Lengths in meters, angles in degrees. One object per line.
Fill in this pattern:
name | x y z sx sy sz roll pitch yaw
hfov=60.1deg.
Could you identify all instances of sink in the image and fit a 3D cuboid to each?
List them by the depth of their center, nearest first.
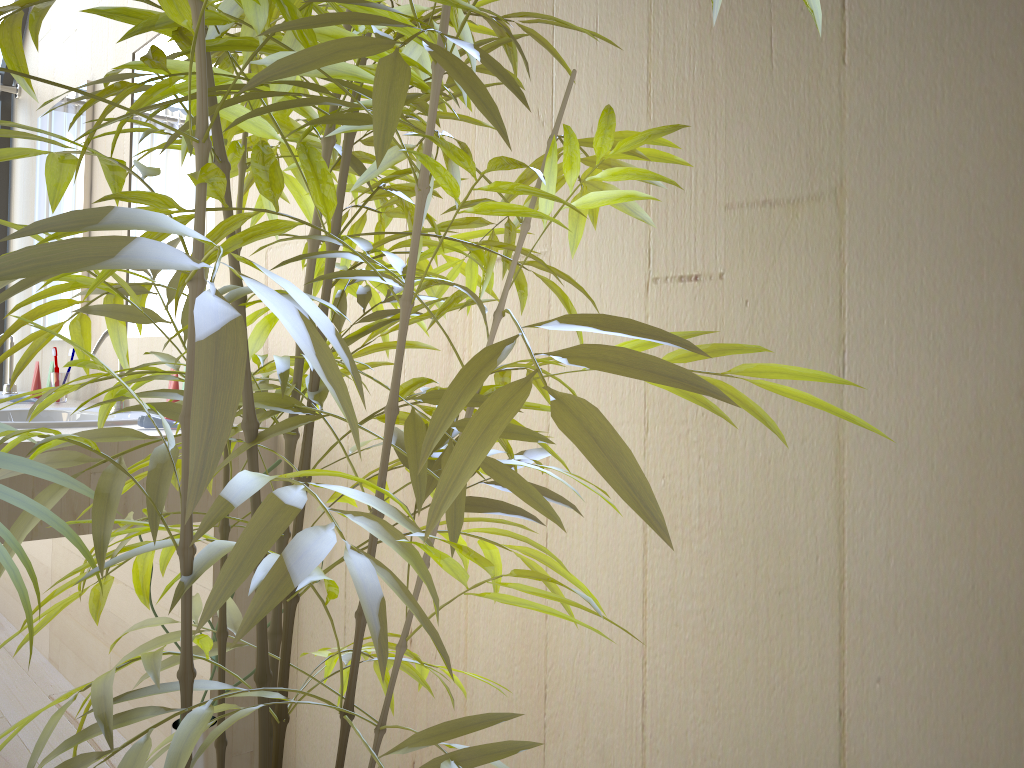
sink | -1.101 0.065 2.114 0.503 0.420 0.574 1 0 -38
sink | -1.894 0.030 3.023 0.503 0.420 0.574 1 0 -38

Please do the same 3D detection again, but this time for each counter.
counter | -1.093 0.479 2.158 0.550 0.792 1.205 1 0 -41
counter | -1.886 0.444 3.067 0.550 0.792 1.205 1 0 -41

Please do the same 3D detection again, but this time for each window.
window | -3.729 -0.585 2.142 4.557 2.818 0.745 0 -1 -41

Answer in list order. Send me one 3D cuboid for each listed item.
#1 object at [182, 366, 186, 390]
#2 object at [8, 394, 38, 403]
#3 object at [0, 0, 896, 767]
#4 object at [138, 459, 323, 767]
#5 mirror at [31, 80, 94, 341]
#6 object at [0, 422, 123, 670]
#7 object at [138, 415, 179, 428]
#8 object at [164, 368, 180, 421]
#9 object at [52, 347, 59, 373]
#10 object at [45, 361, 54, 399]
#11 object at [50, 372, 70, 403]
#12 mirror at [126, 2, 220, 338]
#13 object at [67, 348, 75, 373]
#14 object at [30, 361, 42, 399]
object | -0.763 0.025 2.080 0.039 0.135 0.039 1 -2 0
object | -1.534 0.045 2.794 0.104 0.029 0.032 1 0 -1
object | -0.157 0.037 0.767 0.786 1.760 0.934 1 -1 -16
object | -0.522 0.516 1.677 0.274 0.750 0.406 0 -2 37
mirror | -1.633 -0.591 3.198 0.023 0.870 0.653 2 -2 -41
object | -0.697 0.332 0.235 0.916 1.159 0.750 1 -1 -7
object | -0.742 0.080 1.885 0.104 0.029 0.032 1 0 -1
object | -0.752 0.029 1.967 0.039 0.135 0.039 1 -2 0
object | -1.449 -0.028 2.811 0.012 0.178 0.050 1 -2 -2
object | -1.555 -0.009 2.989 0.039 0.135 0.039 1 -2 8
object | -1.451 0.013 2.839 0.058 0.100 0.058 1 -1 -34
mirror | -0.931 -0.561 2.435 0.023 0.870 0.653 2 -2 -41
object | -1.435 -0.028 2.845 0.054 0.175 0.012 1 -2 -16
object | -1.545 -0.006 2.876 0.039 0.135 0.039 1 -2 8
